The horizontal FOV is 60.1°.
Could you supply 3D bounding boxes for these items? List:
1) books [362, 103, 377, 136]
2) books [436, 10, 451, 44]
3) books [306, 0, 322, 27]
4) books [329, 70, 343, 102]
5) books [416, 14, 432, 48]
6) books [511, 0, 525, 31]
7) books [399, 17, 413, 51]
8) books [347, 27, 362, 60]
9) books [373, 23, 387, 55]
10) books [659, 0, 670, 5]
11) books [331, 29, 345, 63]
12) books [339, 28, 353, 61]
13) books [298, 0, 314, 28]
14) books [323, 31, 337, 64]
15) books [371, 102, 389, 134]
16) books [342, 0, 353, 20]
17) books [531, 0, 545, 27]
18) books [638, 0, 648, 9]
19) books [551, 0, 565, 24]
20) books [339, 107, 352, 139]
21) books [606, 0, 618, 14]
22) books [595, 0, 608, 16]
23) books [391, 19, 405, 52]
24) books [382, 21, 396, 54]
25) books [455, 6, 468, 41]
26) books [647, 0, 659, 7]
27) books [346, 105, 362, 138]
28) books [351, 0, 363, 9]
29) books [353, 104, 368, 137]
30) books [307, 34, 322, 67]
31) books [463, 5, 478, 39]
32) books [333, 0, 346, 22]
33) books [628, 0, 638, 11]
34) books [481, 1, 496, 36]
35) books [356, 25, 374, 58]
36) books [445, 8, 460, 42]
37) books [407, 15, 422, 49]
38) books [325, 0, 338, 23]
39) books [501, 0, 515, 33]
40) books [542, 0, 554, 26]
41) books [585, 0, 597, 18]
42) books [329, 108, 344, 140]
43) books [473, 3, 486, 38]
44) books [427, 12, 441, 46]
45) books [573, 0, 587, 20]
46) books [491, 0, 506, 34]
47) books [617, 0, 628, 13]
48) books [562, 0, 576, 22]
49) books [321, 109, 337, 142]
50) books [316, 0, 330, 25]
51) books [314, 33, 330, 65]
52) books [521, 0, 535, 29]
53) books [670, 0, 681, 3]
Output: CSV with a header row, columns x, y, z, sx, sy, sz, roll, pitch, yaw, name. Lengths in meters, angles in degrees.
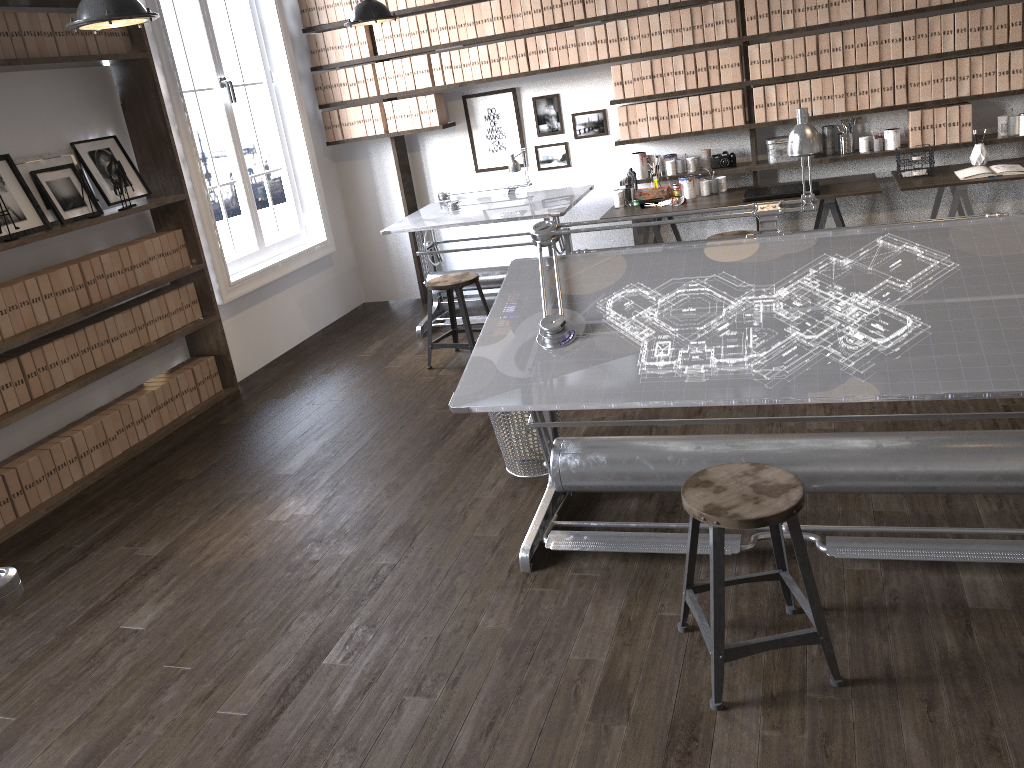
x,y,z,sx,sy,sz,roll,pitch,yaw,name
-1.036,-1.984,6.641,0.066,0.222,0.177,-3,19,20,books
-0.458,-2.517,6.252,0.066,0.222,0.177,-3,19,20,books
-1.422,-2.745,6.495,0.066,0.222,0.177,-3,19,20,books
-1.282,-2.237,6.640,0.066,0.222,0.177,-3,19,20,books
-0.596,-2.511,6.300,0.067,0.222,0.177,-3,19,20,books
0.062,-2.538,6.073,0.066,0.222,0.177,-3,19,20,books
-0.726,-2.508,6.350,0.066,0.222,0.177,-3,19,20,books
-1.116,-2.499,6.488,0.066,0.222,0.177,-3,19,20,books
-0.923,-2.500,6.418,0.066,0.222,0.177,-3,19,20,books
0.988,-2.571,5.739,0.067,0.222,0.177,-3,19,20,books
-1.243,-2.494,6.531,0.066,0.222,0.177,-3,19,20,books
-1.182,-2.494,6.505,0.067,0.222,0.177,-3,19,20,books
-1.490,-2.742,6.519,0.067,0.222,0.177,-3,19,20,books
-1.303,-2.491,6.551,0.066,0.222,0.177,-3,19,20,books
-0.967,-1.988,6.620,0.066,0.222,0.177,-3,19,20,books
-1.156,-2.755,6.402,0.067,0.222,0.177,-3,19,20,books
0.194,-2.541,6.019,0.066,0.222,0.177,-3,19,20,books
0.862,-2.568,5.788,0.066,0.222,0.177,-3,19,20,books
0.323,-2.547,5.978,0.066,0.222,0.177,-3,19,20,books
-1.223,-1.979,6.714,0.066,0.222,0.177,-3,19,20,books
0.669,-2.561,5.857,0.066,0.222,0.177,-3,19,20,books
0.601,-2.557,5.877,0.066,0.222,0.177,-3,19,20,books
-0.787,-2.504,6.367,0.067,0.222,0.177,-3,19,20,books
-0.855,-2.501,6.391,0.066,0.222,0.177,-3,19,20,books
-0.323,-2.523,6.209,0.066,0.222,0.177,-3,19,20,books
0.920,-2.569,5.765,0.066,0.222,0.177,-3,19,20,books
-1.163,-1.981,6.690,0.066,0.222,0.177,-3,19,20,books
-1.087,-2.759,6.380,0.066,0.222,0.177,-3,19,20,books
-1.104,-1.981,6.665,0.067,0.222,0.177,-3,19,20,books
-1.436,-2.487,6.600,0.066,0.222,0.177,-3,19,20,books
-0.262,-2.524,6.181,0.067,0.222,0.177,-3,19,20,books
-1.221,-2.754,6.429,0.066,0.222,0.177,-3,19,20,books
0.797,-2.563,5.806,0.067,0.222,0.177,-3,19,20,books
-0.139,-2.529,6.141,0.066,0.222,0.177,-3,19,20,books
-1.050,-2.502,6.464,0.066,0.222,0.177,-3,19,20,books
-0.390,-2.521,6.232,0.066,0.222,0.177,-3,19,20,books
-0.664,-2.511,6.330,0.066,0.222,0.177,-3,19,20,books
-1.286,-2.753,6.454,0.066,0.222,0.177,-3,19,20,books
-0.004,-2.535,6.095,0.066,0.222,0.177,-3,19,20,books
0.262,-2.543,5.995,0.067,0.222,0.177,-3,19,20,books
0.535,-2.556,5.905,0.066,0.222,0.177,-3,19,20,books
-1.295,-1.975,6.734,0.067,0.222,0.177,-3,19,20,books
-0.198,-2.528,6.163,0.066,0.222,0.177,-3,19,20,books
-0.524,-2.516,6.280,0.066,0.222,0.177,-3,19,20,books
0.463,-2.551,5.925,0.067,0.222,0.177,-3,19,20,books
-0.071,-2.531,6.115,0.067,0.222,0.177,-3,19,20,books
0.736,-2.563,5.833,0.066,0.222,0.177,-3,19,20,books
0.395,-2.551,5.955,0.066,0.222,0.177,-3,19,20,books
-1.364,-1.974,6.764,0.066,0.222,0.177,-3,19,20,books
-1.353,-2.749,6.474,0.066,0.222,0.177,-3,19,20,books
-1.372,-2.488,6.573,0.067,0.222,0.177,-3,19,20,books
0.127,-2.539,6.046,0.066,0.222,0.177,-3,19,20,books
1.055,-2.575,5.719,0.066,0.222,0.177,-3,19,20,books
